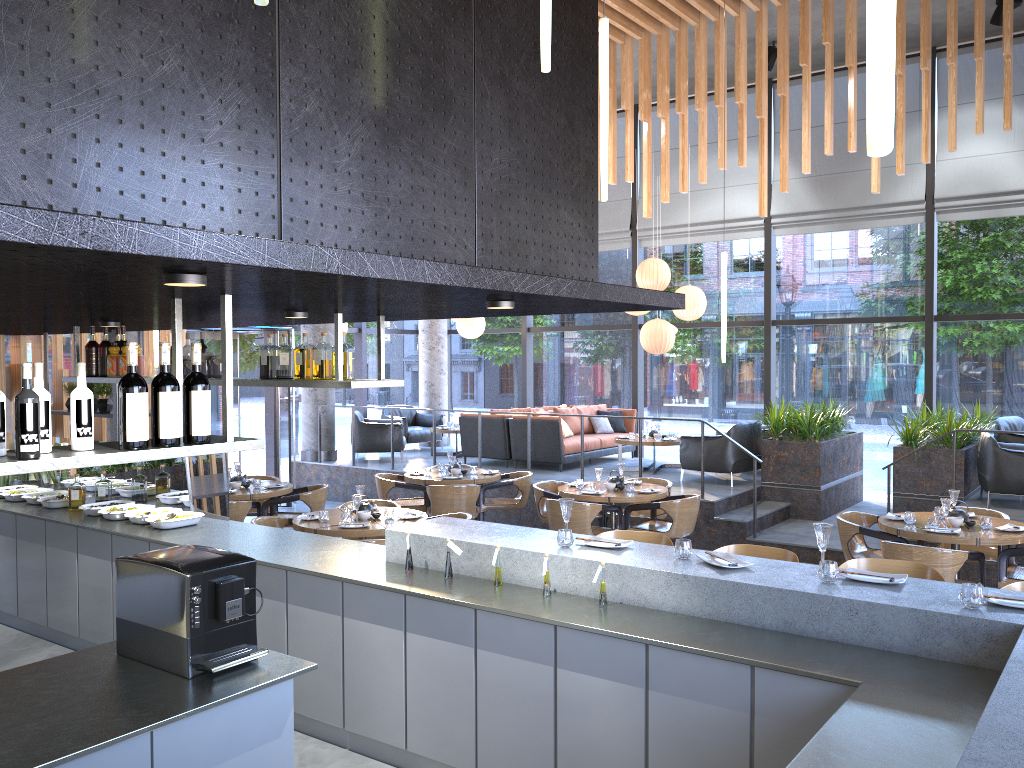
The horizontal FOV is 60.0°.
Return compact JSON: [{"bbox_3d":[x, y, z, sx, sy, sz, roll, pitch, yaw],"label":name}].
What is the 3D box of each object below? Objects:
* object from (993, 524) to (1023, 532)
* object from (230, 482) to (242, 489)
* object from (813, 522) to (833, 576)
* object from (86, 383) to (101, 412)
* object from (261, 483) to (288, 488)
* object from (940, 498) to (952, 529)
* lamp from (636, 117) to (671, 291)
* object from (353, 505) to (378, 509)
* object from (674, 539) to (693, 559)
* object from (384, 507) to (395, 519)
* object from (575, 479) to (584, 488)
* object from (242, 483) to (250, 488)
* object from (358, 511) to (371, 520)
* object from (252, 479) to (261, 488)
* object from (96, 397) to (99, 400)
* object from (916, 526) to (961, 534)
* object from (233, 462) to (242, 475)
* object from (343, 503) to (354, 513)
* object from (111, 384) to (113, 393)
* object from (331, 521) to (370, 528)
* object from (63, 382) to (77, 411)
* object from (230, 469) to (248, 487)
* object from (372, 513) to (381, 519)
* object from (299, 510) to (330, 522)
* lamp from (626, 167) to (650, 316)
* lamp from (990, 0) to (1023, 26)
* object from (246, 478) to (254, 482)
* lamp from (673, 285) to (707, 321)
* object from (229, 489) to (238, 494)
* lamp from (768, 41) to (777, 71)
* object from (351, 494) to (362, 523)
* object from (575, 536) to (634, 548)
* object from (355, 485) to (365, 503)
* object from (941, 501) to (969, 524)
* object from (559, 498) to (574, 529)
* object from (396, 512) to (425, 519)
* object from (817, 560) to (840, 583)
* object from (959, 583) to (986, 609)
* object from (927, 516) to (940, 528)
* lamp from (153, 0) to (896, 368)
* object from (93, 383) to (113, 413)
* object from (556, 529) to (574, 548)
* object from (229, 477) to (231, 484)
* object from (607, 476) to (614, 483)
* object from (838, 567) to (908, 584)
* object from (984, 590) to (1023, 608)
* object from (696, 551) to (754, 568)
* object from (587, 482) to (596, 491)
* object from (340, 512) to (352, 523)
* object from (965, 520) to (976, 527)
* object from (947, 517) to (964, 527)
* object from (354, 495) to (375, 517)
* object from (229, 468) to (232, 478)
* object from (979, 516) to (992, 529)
[{"bbox_3d":[3.721,1.082,6.623,0.294,0.025,0.170,-1,2,-35],"label":"object"},{"bbox_3d":[-2.795,1.027,8.969,0.116,0.065,0.116,0,2,21],"label":"object"},{"bbox_3d":[1.353,0.723,3.861,0.082,0.227,0.082,-1,2,-20],"label":"object"},{"bbox_3d":[-3.599,0.055,7.614,0.196,0.367,0.186,-1,2,-9],"label":"object"},{"bbox_3d":[-2.436,1.044,9.045,0.170,0.025,0.294,0,2,16],"label":"object"},{"bbox_3d":[3.274,0.981,6.686,0.082,0.227,0.082,0,2,5],"label":"object"},{"bbox_3d":[1.911,-2.416,12.001,0.465,2.374,0.465,-1,2,-31],"label":"lamp"},{"bbox_3d":[-1.308,1.077,7.674,0.294,0.025,0.170,-1,2,-18],"label":"object"},{"bbox_3d":[0.816,0.786,4.222,0.086,0.086,0.086,0,2,11],"label":"object"},{"bbox_3d":[-1.003,1.056,7.246,0.086,0.086,0.086,0,2,-1],"label":"object"},{"bbox_3d":[0.679,1.002,8.894,0.086,0.086,0.086,-1,2,-29],"label":"object"},{"bbox_3d":[-2.703,1.037,9.030,0.080,0.042,0.080,0,2,-2],"label":"object"},{"bbox_3d":[-1.200,1.070,7.189,0.116,0.065,0.116,0,2,21],"label":"object"},{"bbox_3d":[-2.598,1.014,9.026,0.086,0.086,0.086,0,2,-5],"label":"object"},{"bbox_3d":[-3.783,0.074,7.974,0.179,0.311,0.172,0,2,2],"label":"object"},{"bbox_3d":[3.164,1.086,6.589,0.294,0.025,0.170,1,2,33],"label":"object"},{"bbox_3d":[-2.883,0.936,9.318,0.082,0.227,0.082,1,2,30],"label":"object"},{"bbox_3d":[-1.385,1.051,7.499,0.086,0.086,0.086,-1,2,-17],"label":"object"},{"bbox_3d":[-3.203,0.061,7.328,0.196,0.367,0.186,-1,2,-9],"label":"object"},{"bbox_3d":[-1.253,1.098,6.888,0.294,0.025,0.170,0,2,-6],"label":"object"},{"bbox_3d":[-3.816,0.094,7.748,0.221,0.283,0.211,-2,2,-41],"label":"object"},{"bbox_3d":[-2.815,0.966,9.112,0.168,0.179,0.163,0,2,-2],"label":"object"},{"bbox_3d":[-1.108,1.079,7.250,0.080,0.042,0.080,0,2,21],"label":"object"},{"bbox_3d":[-1.602,1.060,7.224,0.253,0.086,0.335,0,2,-6],"label":"object"},{"bbox_3d":[1.712,-2.071,12.141,0.467,2.271,0.467,0,2,-1],"label":"lamp"},{"bbox_3d":[5.192,-3.950,9.372,0.273,0.367,0.300,-1,2,-8],"label":"lamp"},{"bbox_3d":[-2.903,1.034,9.454,0.294,0.025,0.170,-1,2,-18],"label":"object"},{"bbox_3d":[1.437,-2.323,8.839,0.468,3.124,6.999,0,2,17],"label":"lamp"},{"bbox_3d":[-2.847,1.056,8.668,0.294,0.025,0.170,0,2,-6],"label":"object"},{"bbox_3d":[3.149,-3.981,10.826,0.273,0.367,0.300,-1,2,-35],"label":"lamp"},{"bbox_3d":[-1.230,0.992,7.032,0.082,0.227,0.082,-1,2,-34],"label":"object"},{"bbox_3d":[0.454,0.810,4.527,0.294,0.025,0.170,1,2,34],"label":"object"},{"bbox_3d":[-1.288,0.978,7.538,0.082,0.227,0.082,1,2,30],"label":"object"},{"bbox_3d":[3.470,0.998,6.916,0.163,0.179,0.168,-1,2,-16],"label":"object"},{"bbox_3d":[0.282,0.707,4.587,0.082,0.227,0.082,-1,2,-20],"label":"object"},{"bbox_3d":[-0.841,1.086,7.265,0.170,0.025,0.294,0,2,16],"label":"object"},{"bbox_3d":[1.340,0.796,3.755,0.086,0.086,0.086,1,2,36],"label":"object"},{"bbox_3d":[1.745,0.805,3.364,0.086,0.086,0.086,-1,2,-33],"label":"object"},{"bbox_3d":[3.203,1.050,6.735,0.086,0.086,0.086,-1,2,-29],"label":"object"},{"bbox_3d":[-0.356,-5.186,4.883,8.975,10.231,8.774,1,2,34],"label":"lamp"},{"bbox_3d":[-3.407,0.088,7.415,0.179,0.311,0.172,-2,2,-43],"label":"object"},{"bbox_3d":[0.268,0.781,4.481,0.086,0.086,0.086,1,2,36],"label":"object"},{"bbox_3d":[-2.980,1.009,9.278,0.086,0.086,0.086,1,2,28],"label":"object"},{"bbox_3d":[1.019,0.994,9.118,0.086,0.086,0.086,0,2,22],"label":"object"},{"bbox_3d":[1.525,0.825,3.801,0.294,0.025,0.170,1,2,34],"label":"object"},{"bbox_3d":[1.929,0.835,3.404,0.294,0.025,0.170,1,2,29],"label":"object"},{"bbox_3d":[0.975,0.819,4.122,0.170,0.025,0.294,-1,2,-17],"label":"object"},{"bbox_3d":[0.777,1.007,8.706,0.086,0.086,0.086,-1,2,-29],"label":"object"},{"bbox_3d":[-1.315,1.064,7.026,0.086,0.086,0.086,0,2,22],"label":"object"},{"bbox_3d":[3.504,1.070,6.779,0.080,0.042,0.080,0,2,0],"label":"object"},{"bbox_3d":[3.394,1.059,6.789,0.116,0.065,0.116,0,2,15],"label":"object"},{"bbox_3d":[-1.223,1.008,7.334,0.163,0.179,0.168,0,2,2],"label":"object"},{"bbox_3d":[-2.825,0.950,8.812,0.082,0.227,0.082,-1,2,-22],"label":"object"},{"bbox_3d":[3.584,1.049,6.710,0.086,0.086,0.086,1,2,38],"label":"object"}]
